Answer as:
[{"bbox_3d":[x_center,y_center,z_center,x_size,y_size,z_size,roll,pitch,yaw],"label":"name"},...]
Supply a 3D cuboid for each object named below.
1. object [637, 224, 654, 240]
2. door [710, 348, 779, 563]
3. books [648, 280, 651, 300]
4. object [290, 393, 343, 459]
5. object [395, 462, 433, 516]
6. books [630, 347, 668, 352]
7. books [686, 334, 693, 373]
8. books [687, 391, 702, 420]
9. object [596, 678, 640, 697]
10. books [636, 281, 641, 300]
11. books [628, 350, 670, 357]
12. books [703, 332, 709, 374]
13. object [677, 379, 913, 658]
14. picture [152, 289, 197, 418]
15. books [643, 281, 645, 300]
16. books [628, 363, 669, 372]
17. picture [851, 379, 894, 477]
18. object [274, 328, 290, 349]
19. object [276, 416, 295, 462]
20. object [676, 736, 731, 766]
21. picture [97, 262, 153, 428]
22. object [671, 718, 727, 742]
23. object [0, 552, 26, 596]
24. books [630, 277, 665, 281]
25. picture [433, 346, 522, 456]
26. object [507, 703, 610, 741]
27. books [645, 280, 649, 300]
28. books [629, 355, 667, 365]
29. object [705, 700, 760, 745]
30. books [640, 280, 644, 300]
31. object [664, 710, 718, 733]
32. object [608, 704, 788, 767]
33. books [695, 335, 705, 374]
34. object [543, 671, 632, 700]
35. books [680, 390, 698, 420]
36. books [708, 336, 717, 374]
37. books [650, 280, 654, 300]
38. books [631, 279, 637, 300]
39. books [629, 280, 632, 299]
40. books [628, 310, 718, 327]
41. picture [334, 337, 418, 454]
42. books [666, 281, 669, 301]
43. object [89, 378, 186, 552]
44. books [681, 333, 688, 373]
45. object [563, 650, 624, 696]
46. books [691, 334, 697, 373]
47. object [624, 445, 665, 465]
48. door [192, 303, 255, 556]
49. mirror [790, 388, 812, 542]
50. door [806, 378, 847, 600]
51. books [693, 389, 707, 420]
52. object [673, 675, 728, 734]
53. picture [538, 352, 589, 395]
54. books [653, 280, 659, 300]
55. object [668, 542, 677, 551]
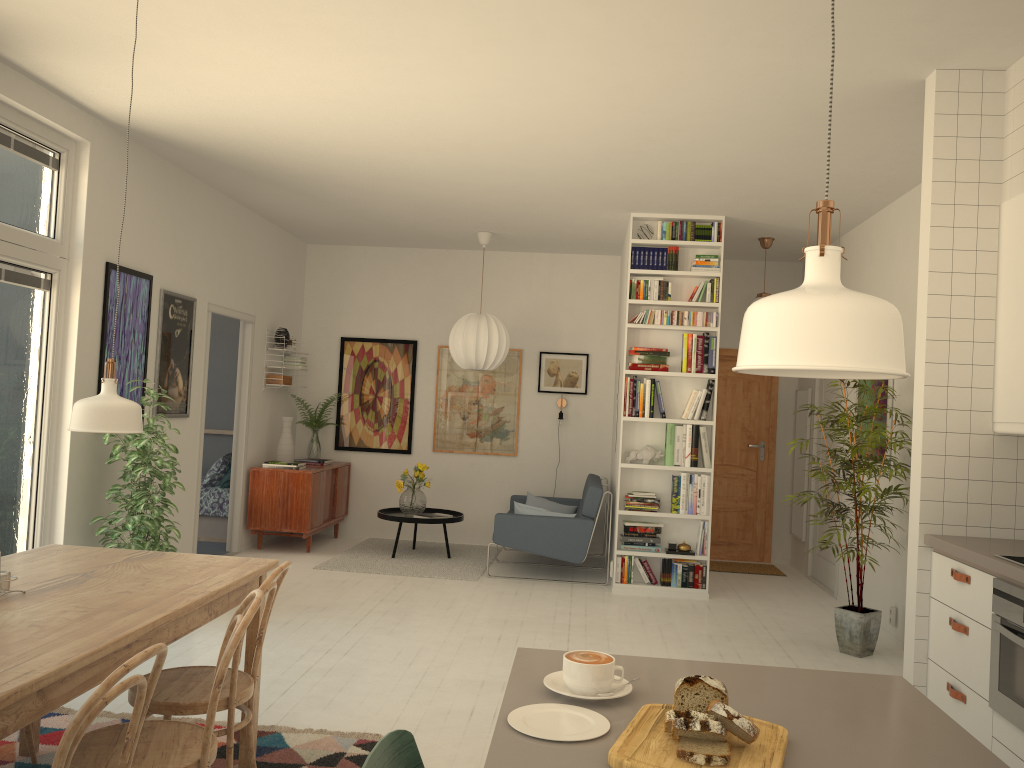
[{"bbox_3d":[1.031,-1.169,6.850,0.131,0.131,0.131,3,-2,0],"label":"object"},{"bbox_3d":[2.069,0.676,8.595,0.931,2.033,0.159,3,-2,5],"label":"door"},{"bbox_3d":[1.057,-0.713,6.875,0.012,0.155,0.208,3,-2,5],"label":"books"},{"bbox_3d":[-1.902,0.417,8.680,0.476,0.686,0.398,3,-2,7],"label":"object"},{"bbox_3d":[-0.882,0.932,7.876,0.291,0.471,0.361,1,-2,43],"label":"object"},{"bbox_3d":[1.051,-0.262,6.878,0.266,0.026,0.203,3,-1,-6],"label":"books"},{"bbox_3d":[1.363,-0.230,6.853,0.039,0.302,0.199,3,-2,5],"label":"books"},{"bbox_3d":[1.396,0.164,6.809,0.105,0.225,0.138,3,-2,5],"label":"books"},{"bbox_3d":[0.195,0.545,1.584,0.027,0.011,0.132,2,-2,44],"label":"object"},{"bbox_3d":[0.974,-0.715,6.887,0.030,0.149,0.202,3,-2,5],"label":"books"},{"bbox_3d":[1.058,-0.232,6.884,0.314,0.035,0.205,3,-1,5],"label":"books"},{"bbox_3d":[1.485,-0.232,6.832,0.039,0.317,0.161,3,-2,5],"label":"books"},{"bbox_3d":[1.906,0.763,5.875,0.778,1.712,2.088,3,-2,-14],"label":"object"},{"bbox_3d":[-2.351,-0.197,6.202,0.020,0.869,0.525,3,-2,5],"label":"picture"},{"bbox_3d":[1.020,-0.713,6.893,0.013,0.149,0.208,3,-2,5],"label":"books"},{"bbox_3d":[1.051,-0.122,6.859,0.301,0.056,0.202,3,-1,5],"label":"books"},{"bbox_3d":[2.540,0.190,6.265,0.012,0.877,0.822,3,-2,5],"label":"picture"},{"bbox_3d":[-2.086,-0.414,8.044,0.139,0.200,0.139,4,-2,-41],"label":"object"},{"bbox_3d":[-2.048,0.515,8.046,0.160,0.445,0.158,1,-2,44],"label":"object"},{"bbox_3d":[0.277,0.533,1.285,0.077,0.017,0.068,3,-1,13],"label":"object"},{"bbox_3d":[-2.407,-0.219,5.522,0.018,0.999,0.545,3,-2,5],"label":"picture"},{"bbox_3d":[0.279,0.515,1.315,0.083,0.055,0.073,3,-2,11],"label":"object"},{"bbox_3d":[-1.466,0.536,2.514,0.095,0.138,0.155,3,-2,5],"label":"object"},{"bbox_3d":[1.056,-0.805,6.892,0.255,0.022,0.189,3,-1,15],"label":"books"},{"bbox_3d":[-0.342,0.165,8.767,0.838,1.053,0.012,3,-2,5],"label":"picture"},{"bbox_3d":[0.076,0.550,1.442,0.167,0.005,0.167,3,-1,0],"label":"object"},{"bbox_3d":[1.040,-0.715,6.892,0.024,0.155,0.188,3,-2,5],"label":"books"},{"bbox_3d":[1.053,-0.181,6.870,0.268,0.064,0.128,4,-2,-25],"label":"books"},{"bbox_3d":[0.332,0.512,1.336,0.079,0.067,0.074,3,-2,7],"label":"object"},{"bbox_3d":[1.001,-0.715,6.880,0.023,0.152,0.199,3,-2,5],"label":"books"},{"bbox_3d":[0.273,0.513,1.344,0.083,0.057,0.072,3,-2,11],"label":"object"},{"bbox_3d":[0.290,0.553,1.354,0.237,0.019,0.306,2,-1,21],"label":"object"},{"bbox_3d":[1.438,-0.221,6.835,0.059,0.291,0.182,3,-2,5],"label":"books"},{"bbox_3d":[0.136,0.550,1.602,0.160,0.020,0.160,4,-2,-30],"label":"object"},{"bbox_3d":[1.360,0.159,6.805,0.115,0.232,0.133,3,-2,5],"label":"books"},{"bbox_3d":[1.531,-0.215,6.826,0.054,0.289,0.179,3,-2,5],"label":"books"},{"bbox_3d":[1.079,-0.714,6.890,0.028,0.159,0.222,3,-2,5],"label":"books"},{"bbox_3d":[0.943,-0.721,6.887,0.034,0.162,0.197,3,-2,5],"label":"books"},{"bbox_3d":[0.917,-0.720,6.913,0.019,0.156,0.205,3,-2,5],"label":"books"},{"bbox_3d":[1.235,-0.498,6.869,0.664,0.110,0.278,3,-1,5],"label":"books"},{"bbox_3d":[-1.357,0.114,8.849,0.778,1.134,0.018,3,-2,5],"label":"picture"},{"bbox_3d":[1.196,-0.708,6.868,0.016,0.158,0.146,3,-2,5],"label":"books"},{"bbox_3d":[-2.184,0.679,5.211,0.513,1.424,0.569,5,-2,-42],"label":"object"},{"bbox_3d":[1.329,-0.234,6.863,0.032,0.300,0.200,3,-2,5],"label":"books"},{"bbox_3d":[0.140,0.522,1.604,0.098,0.064,0.094,4,-2,-37],"label":"object"},{"bbox_3d":[1.395,-0.228,6.846,0.029,0.301,0.185,3,-2,5],"label":"books"},{"bbox_3d":[1.019,0.540,6.809,0.311,0.150,0.137,3,-2,13],"label":"object"},{"bbox_3d":[-2.744,0.391,7.182,0.882,2.033,0.955,3,-2,5],"label":"door"},{"bbox_3d":[2.664,0.730,8.190,0.029,1.371,0.500,3,-2,5],"label":"mirror"},{"bbox_3d":[2.675,0.679,7.391,0.166,2.033,0.955,3,-2,5],"label":"door"},{"bbox_3d":[1.442,0.159,6.828,0.092,0.244,0.196,3,-2,5],"label":"books"},{"bbox_3d":[0.302,0.503,1.422,0.086,0.087,0.090,3,-2,12],"label":"object"},{"bbox_3d":[0.503,-0.106,8.705,0.481,0.402,0.015,3,-2,5],"label":"picture"},{"bbox_3d":[1.110,-0.710,6.879,0.035,0.158,0.199,3,-2,5],"label":"books"},{"bbox_3d":[1.223,1.240,6.766,0.058,0.055,0.058,3,-2,5],"label":"object"}]
